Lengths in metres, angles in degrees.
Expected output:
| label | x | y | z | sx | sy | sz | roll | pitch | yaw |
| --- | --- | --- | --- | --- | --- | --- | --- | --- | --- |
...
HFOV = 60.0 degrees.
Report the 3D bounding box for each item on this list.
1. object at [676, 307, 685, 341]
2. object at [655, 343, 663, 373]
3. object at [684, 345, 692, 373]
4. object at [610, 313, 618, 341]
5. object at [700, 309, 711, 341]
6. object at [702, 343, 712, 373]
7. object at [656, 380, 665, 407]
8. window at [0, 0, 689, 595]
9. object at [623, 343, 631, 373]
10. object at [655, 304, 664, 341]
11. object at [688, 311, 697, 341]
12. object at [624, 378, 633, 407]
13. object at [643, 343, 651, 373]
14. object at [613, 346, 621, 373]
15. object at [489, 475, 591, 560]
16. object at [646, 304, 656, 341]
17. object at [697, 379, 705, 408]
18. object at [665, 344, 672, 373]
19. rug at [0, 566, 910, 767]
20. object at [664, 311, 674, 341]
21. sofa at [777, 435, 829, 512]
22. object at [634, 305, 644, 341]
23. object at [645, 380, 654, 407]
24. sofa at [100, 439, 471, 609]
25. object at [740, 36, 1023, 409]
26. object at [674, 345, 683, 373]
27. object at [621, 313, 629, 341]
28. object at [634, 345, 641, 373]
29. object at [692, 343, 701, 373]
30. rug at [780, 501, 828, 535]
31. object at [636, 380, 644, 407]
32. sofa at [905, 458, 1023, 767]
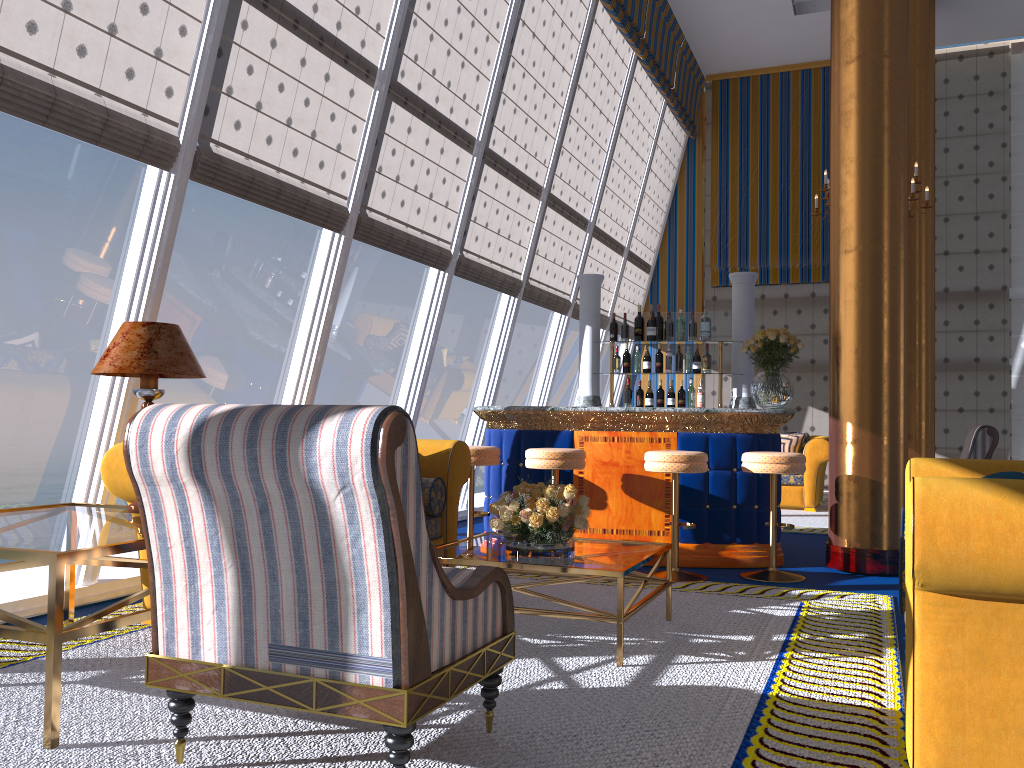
| label | x | y | z | sx | sy | sz | roll | pitch | yaw |
| --- | --- | --- | --- | --- | --- | --- | --- | --- | --- |
| object | 1.363 | -0.482 | 7.165 | 0.068 | 0.271 | 0.070 | 0 | -2 | 32 |
| object | 1.197 | -0.210 | 7.207 | 0.065 | 0.244 | 0.065 | 1 | -2 | 3 |
| object | 1.425 | -0.201 | 7.178 | 0.059 | 0.230 | 0.058 | 2 | -2 | -19 |
| object | 0.845 | -0.470 | 7.361 | 0.065 | 0.244 | 0.066 | 0 | -2 | 26 |
| object | 1.566 | -0.477 | 7.170 | 0.091 | 0.259 | 0.092 | 1 | -2 | 5 |
| object | 1.568 | -0.206 | 7.128 | 0.071 | 0.244 | 0.072 | -1 | -3 | 42 |
| object | 1.206 | 0.087 | 7.204 | 0.065 | 0.244 | 0.065 | 1 | -2 | 3 |
| window | -0.941 | -1.750 | 5.793 | 1.607 | 5.853 | 15.584 | 0 | -2 | 22 |
| object | 0.941 | -0.211 | 7.272 | 0.065 | 0.244 | 0.065 | 1 | -2 | 3 |
| object | 1.196 | -0.497 | 7.237 | 0.080 | 0.302 | 0.082 | -1 | -2 | 39 |
| object | 1.460 | -0.469 | 7.168 | 0.073 | 0.246 | 0.072 | 2 | -2 | -19 |
| object | 0.952 | 0.072 | 7.260 | 0.071 | 0.242 | 0.071 | 1 | -2 | 4 |
| object | 1.101 | -0.208 | 7.227 | 0.068 | 0.243 | 0.068 | 1 | -2 | 3 |
| object | 0.860 | -0.202 | 7.275 | 0.066 | 0.224 | 0.066 | 1 | -2 | -9 |
| object | 0.124 | 0.597 | 3.959 | 0.454 | 0.388 | 0.504 | 1 | -2 | 3 |
| object | 1.141 | -0.497 | 7.232 | 0.084 | 0.302 | 0.085 | 0 | -2 | 16 |
| object | 1.529 | 0.087 | 7.175 | 0.061 | 0.257 | 0.062 | 0 | -2 | 22 |
| object | 1.270 | -0.208 | 7.182 | 0.057 | 0.239 | 0.057 | 1 | -2 | -4 |
| rug | -0.694 | 1.053 | 2.720 | 3.566 | 0.010 | 6.304 | 0 | -3 | 22 |
| object | 1.275 | -0.468 | 7.206 | 0.077 | 0.247 | 0.076 | 1 | -2 | -14 |
| sofa | 2.877 | 1.024 | 10.533 | 1.833 | 0.854 | 1.019 | 0 | -2 | 23 |
| object | 1.043 | -0.497 | 7.270 | 0.080 | 0.302 | 0.082 | 0 | -2 | 27 |
| object | 1.122 | 0.090 | 7.233 | 0.068 | 0.243 | 0.068 | 1 | -2 | 3 |
| sofa | -1.044 | 0.698 | 4.615 | 0.994 | 0.854 | 1.860 | 0 | -3 | 22 |
| object | 2.559 | -7.020 | 4.303 | 62.709 | 33.590 | 63.861 | 0 | -3 | 28 |
| object | 1.351 | -0.202 | 7.184 | 0.071 | 0.232 | 0.071 | 1 | -2 | 1 |
| object | 0.939 | -0.468 | 7.371 | 0.073 | 0.246 | 0.072 | 2 | -2 | -19 |
| object | 1.028 | -0.204 | 7.253 | 0.059 | 0.230 | 0.058 | 2 | -2 | -19 |
| object | 1.491 | -0.205 | 7.154 | 0.068 | 0.243 | 0.068 | 1 | -2 | 3 |
| rug | 3.436 | 1.406 | 9.477 | 6.212 | 0.011 | 3.621 | 0 | -3 | 21 |
| object | 1.047 | 0.090 | 7.261 | 0.065 | 0.244 | 0.066 | 0 | -2 | 26 |
| sofa | 1.766 | 0.673 | 2.770 | 1.003 | 0.854 | 1.862 | 0 | -3 | 24 |
